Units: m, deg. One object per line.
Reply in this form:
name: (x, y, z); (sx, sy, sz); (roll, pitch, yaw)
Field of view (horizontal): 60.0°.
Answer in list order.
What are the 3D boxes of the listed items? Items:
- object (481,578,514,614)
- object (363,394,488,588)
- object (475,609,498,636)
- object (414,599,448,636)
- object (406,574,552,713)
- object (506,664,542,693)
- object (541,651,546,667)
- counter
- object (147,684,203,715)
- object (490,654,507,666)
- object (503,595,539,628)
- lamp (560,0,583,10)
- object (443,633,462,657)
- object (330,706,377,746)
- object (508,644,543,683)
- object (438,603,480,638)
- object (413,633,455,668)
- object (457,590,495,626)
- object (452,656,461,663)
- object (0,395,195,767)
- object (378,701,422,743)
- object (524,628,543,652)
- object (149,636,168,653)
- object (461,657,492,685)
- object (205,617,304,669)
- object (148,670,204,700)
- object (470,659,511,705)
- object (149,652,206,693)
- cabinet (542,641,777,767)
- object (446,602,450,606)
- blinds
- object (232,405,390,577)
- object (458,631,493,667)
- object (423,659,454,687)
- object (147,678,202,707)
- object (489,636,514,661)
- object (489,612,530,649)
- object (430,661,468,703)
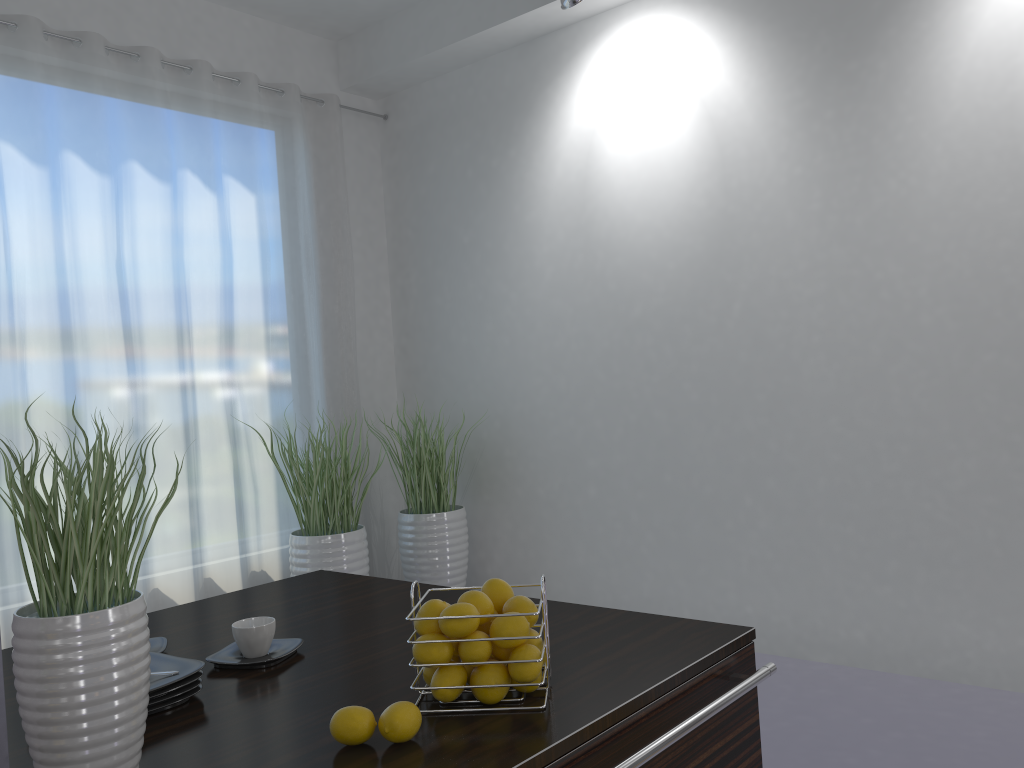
object: (-0.023, 0.348, 1.448); (0.059, 0.060, 0.050); (-4, 0, 40)
object: (-0.504, 0.701, 4.995); (0.713, 1.334, 0.656); (-4, 0, 25)
object: (-0.050, 0.379, 1.422); (0.061, 0.051, 0.055); (-4, 0, 35)
object: (-0.120, 0.360, 1.356); (0.057, 0.060, 0.052); (-4, 0, 28)
object: (-0.047, 0.391, 1.387); (0.207, 0.174, 0.189); (-4, 0, 5)
object: (0.018, 0.444, 1.359); (0.051, 0.053, 0.063); (-4, 0, -42)
object: (0.029, 0.444, 1.445); (0.053, 0.052, 0.062); (-4, 0, -10)
counter: (-1.096, 0.754, 0.788); (1.302, 1.300, 3.291); (-4, 0, 40)
object: (-0.637, 0.511, 1.435); (0.232, 0.020, 0.232); (-4, 0, -41)
object: (-0.027, 0.449, 1.425); (0.050, 0.055, 0.061); (-4, 0, -4)
object: (0.013, 0.358, 1.391); (0.051, 0.053, 0.063); (-4, 0, -37)
lamp: (0.250, -1.935, 3.972); (0.150, 0.511, 0.185); (-4, 0, 40)
object: (-0.087, 0.395, 1.376); (0.051, 0.053, 0.064); (-4, 0, 43)
object: (-0.215, 0.464, 1.206); (0.063, 0.051, 0.053); (-4, 0, 9)
object: (0.019, 0.416, 1.318); (0.052, 0.054, 0.061); (-4, 0, 17)
object: (-0.078, 0.353, 1.324); (0.063, 0.051, 0.053); (-4, 0, -2)
object: (-0.117, 0.399, 1.327); (0.063, 0.051, 0.053); (-4, 0, 9)
object: (-0.057, 0.348, 1.379); (0.063, 0.053, 0.051); (-4, 0, 42)
object: (-0.110, 0.451, 1.442); (0.053, 0.053, 0.061); (-4, 0, -5)
object: (-0.497, 0.257, 1.068); (0.247, 0.502, 0.269); (-4, 0, -7)
object: (-0.152, 0.460, 1.206); (0.053, 0.051, 0.063); (-4, 0, 44)
object: (0.022, 0.408, 1.387); (0.051, 0.055, 0.061); (-4, 0, 19)
object: (-0.743, 0.494, 1.697); (0.153, 0.069, 0.153); (-4, 0, -16)
object: (-0.051, 0.442, 1.371); (0.057, 0.060, 0.052); (-4, 0, -44)
object: (-0.476, 0.476, 1.644); (0.153, 0.069, 0.153); (-4, 0, 14)
object: (-0.638, 0.491, 1.435); (0.232, 0.020, 0.232); (-4, 0, 44)
object: (-0.033, 0.446, 1.331); (0.064, 0.063, 0.074); (-4, 0, -29)
object: (-0.814, 0.429, 1.356); (0.646, 0.147, 0.269); (-4, 0, -25)
cabinet: (-1.074, 0.977, 0.779); (1.377, 0.852, 3.285); (-4, 0, 40)
object: (-0.115, 0.372, 1.409); (0.053, 0.051, 0.063); (-4, 0, -4)
blinds: (-1.822, -0.109, 4.291); (0.120, 3.112, 2.830); (-4, 0, 40)
object: (-0.905, 0.728, 4.470); (0.656, 1.334, 0.713); (-4, 0, 41)
object: (-0.055, 0.396, 1.329); (0.052, 0.053, 0.062); (-4, 0, 12)
object: (-0.108, 0.452, 1.381); (0.061, 0.053, 0.053); (-4, 0, -7)
object: (-0.638, 0.501, 1.435); (0.232, 0.020, 0.232); (-4, 0, -41)
object: (-0.009, 0.407, 1.381); (0.051, 0.053, 0.062); (-4, 0, -42)
object: (-0.004, 0.371, 1.336); (0.061, 0.052, 0.053); (-4, 0, -37)
object: (-0.094, 0.445, 1.326); (0.052, 0.057, 0.060); (-4, 0, 42)
